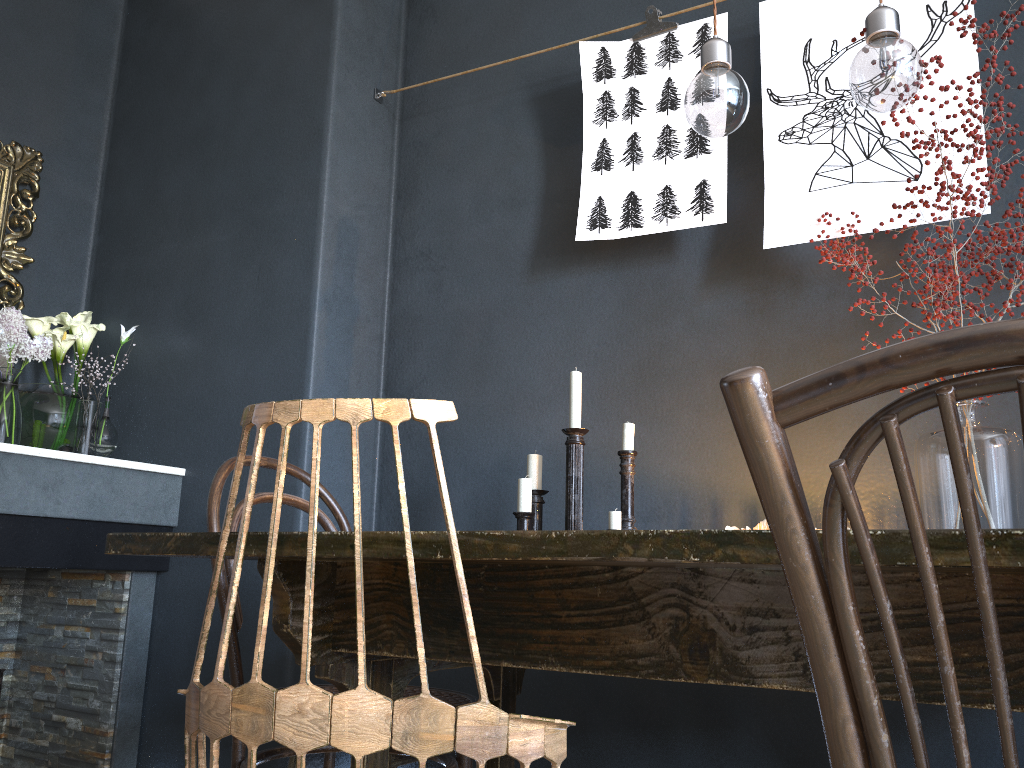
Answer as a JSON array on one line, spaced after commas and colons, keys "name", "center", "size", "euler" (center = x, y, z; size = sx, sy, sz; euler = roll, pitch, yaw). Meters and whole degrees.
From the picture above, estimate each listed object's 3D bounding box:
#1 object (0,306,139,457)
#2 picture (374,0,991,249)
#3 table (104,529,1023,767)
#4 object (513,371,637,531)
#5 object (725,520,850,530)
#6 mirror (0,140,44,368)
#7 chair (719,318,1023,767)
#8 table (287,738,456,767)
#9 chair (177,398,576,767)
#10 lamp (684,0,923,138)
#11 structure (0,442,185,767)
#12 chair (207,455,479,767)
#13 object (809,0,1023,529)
[{"name": "object", "center": [-1.492, -0.057, 2.568], "size": [0.474, 0.545, 0.729], "euler": [-7, -15, 34]}, {"name": "picture", "center": [1.464, -0.749, 1.557], "size": [4.460, 0.768, 0.058], "euler": [-6, -14, 31]}, {"name": "table", "center": [0.392, 0.603, 1.234], "size": [1.605, 0.725, 1.129], "euler": [-6, -14, 31]}, {"name": "object", "center": [0.131, 0.166, 1.929], "size": [0.368, 0.418, 0.224], "euler": [-6, -14, 32]}, {"name": "object", "center": [0.532, 0.296, 1.674], "size": [0.254, 0.072, 0.253], "euler": [-8, -16, 37]}, {"name": "mirror", "center": [-1.847, -0.500, 2.453], "size": [0.067, 0.782, 1.059], "euler": [-5, -14, 31]}, {"name": "chair", "center": [0.375, 0.410, 0.577], "size": [0.363, 0.817, 0.468], "euler": [-5, -14, 31]}, {"name": "table", "center": [-0.318, 0.991, 2.135], "size": [0.369, 0.317, 0.365], "euler": [-6, -14, 31]}, {"name": "chair", "center": [-0.153, 0.466, 0.963], "size": [0.456, 0.854, 0.385], "euler": [-2, -12, 17]}, {"name": "lamp", "center": [-0.022, -1.305, 1.209], "size": [1.592, 1.569, 0.584], "euler": [8, -13, -26]}, {"name": "structure", "center": [-1.435, 0.652, 2.238], "size": [0.834, 0.978, 1.068], "euler": [-6, -14, 31]}, {"name": "chair", "center": [-0.322, 0.583, 1.688], "size": [0.549, 0.918, 0.439], "euler": [-6, -14, 34]}, {"name": "object", "center": [0.841, -0.136, 1.660], "size": [0.556, 0.928, 0.641], "euler": [1, -12, 2]}]
